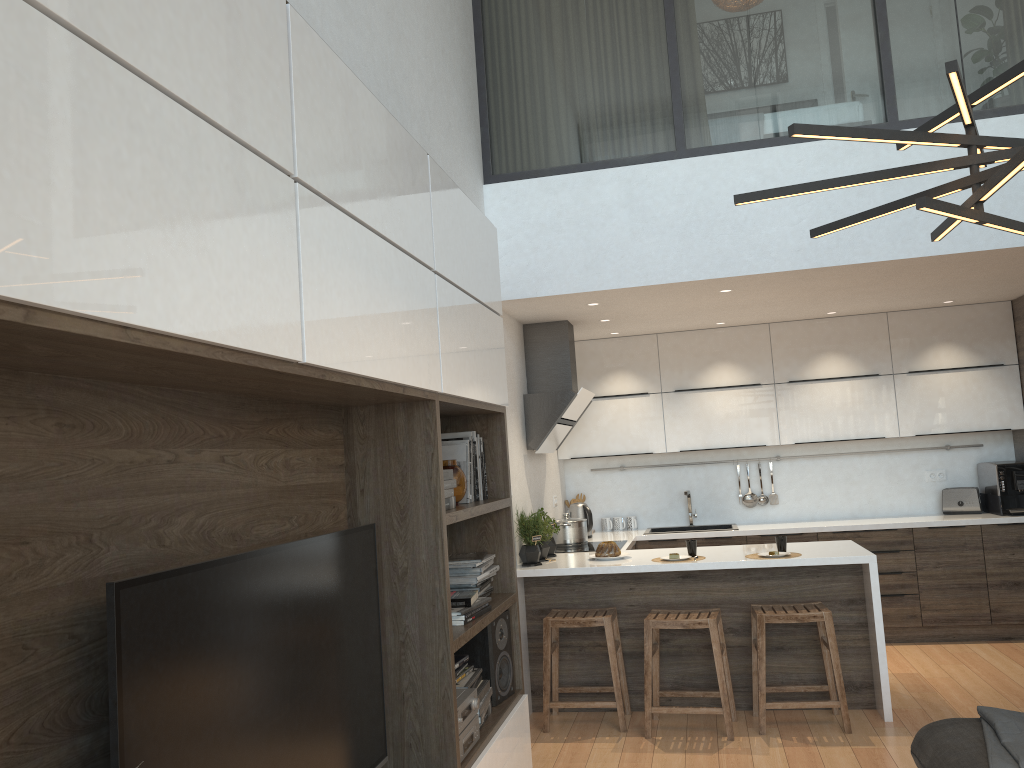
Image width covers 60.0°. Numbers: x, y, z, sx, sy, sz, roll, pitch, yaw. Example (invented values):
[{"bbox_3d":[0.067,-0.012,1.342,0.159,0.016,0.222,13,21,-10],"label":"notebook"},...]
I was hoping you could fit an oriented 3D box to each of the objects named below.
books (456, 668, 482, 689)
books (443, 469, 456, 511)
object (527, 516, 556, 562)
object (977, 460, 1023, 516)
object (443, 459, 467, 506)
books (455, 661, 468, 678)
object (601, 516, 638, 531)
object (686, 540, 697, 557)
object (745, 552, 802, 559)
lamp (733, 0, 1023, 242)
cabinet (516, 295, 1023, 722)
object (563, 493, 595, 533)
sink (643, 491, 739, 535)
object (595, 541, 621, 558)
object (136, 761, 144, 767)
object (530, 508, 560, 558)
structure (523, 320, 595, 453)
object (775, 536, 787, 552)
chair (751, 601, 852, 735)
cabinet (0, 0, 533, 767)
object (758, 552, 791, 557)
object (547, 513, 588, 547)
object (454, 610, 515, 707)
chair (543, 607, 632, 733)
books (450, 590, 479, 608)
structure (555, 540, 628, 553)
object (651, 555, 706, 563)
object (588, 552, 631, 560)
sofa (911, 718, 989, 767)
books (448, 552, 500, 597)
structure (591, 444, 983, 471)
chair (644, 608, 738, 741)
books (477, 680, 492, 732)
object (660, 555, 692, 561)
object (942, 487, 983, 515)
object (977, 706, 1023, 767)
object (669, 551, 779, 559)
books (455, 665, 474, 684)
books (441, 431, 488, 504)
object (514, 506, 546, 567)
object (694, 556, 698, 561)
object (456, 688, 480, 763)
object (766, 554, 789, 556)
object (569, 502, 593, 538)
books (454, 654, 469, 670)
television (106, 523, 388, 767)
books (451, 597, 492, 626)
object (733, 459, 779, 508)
[{"bbox_3d":[-0.238,1.096,3.240,0.224,0.042,0.277,-4,-5,7],"label":"books"},{"bbox_3d":[-0.351,0.367,2.999,0.277,0.137,0.343,-4,-5,7],"label":"books"},{"bbox_3d":[0.161,0.941,5.437,0.221,0.283,0.211,-6,-5,25],"label":"object"},{"bbox_3d":[3.631,0.752,6.464,0.274,0.378,0.532,-5,-5,12],"label":"object"},{"bbox_3d":[-0.236,0.372,3.335,0.130,0.171,0.130,0,-6,-39],"label":"object"},{"bbox_3d":[-0.251,1.045,3.243,0.142,0.015,0.198,-5,-5,10],"label":"books"},{"bbox_3d":[0.875,1.140,7.237,0.297,0.105,0.112,-5,-5,13],"label":"object"},{"bbox_3d":[1.035,0.947,5.101,0.066,0.093,0.066,1,-7,-42],"label":"object"},{"bbox_3d":[1.447,0.951,4.914,0.304,0.002,0.304,-9,-7,44],"label":"object"},{"bbox_3d":[1.069,-2.220,2.410,1.200,3.645,0.831,-6,-5,22],"label":"lamp"},{"bbox_3d":[1.909,0.654,5.894,3.495,2.401,2.401,-5,-5,12],"label":"cabinet"},{"bbox_3d":[0.535,1.053,7.192,0.221,0.316,0.330,-5,-5,12],"label":"object"},{"bbox_3d":[1.387,1.096,6.890,0.706,0.518,0.512,-5,-5,12],"label":"sink"},{"bbox_3d":[0.574,0.995,5.317,0.155,0.101,0.161,-4,-5,7],"label":"object"},{"bbox_3d":[-0.649,0.787,1.186,0.317,0.598,0.542,1,-7,-42],"label":"object"},{"bbox_3d":[0.207,0.940,5.628,0.179,0.311,0.172,-6,-5,22],"label":"object"},{"bbox_3d":[0.330,-0.026,6.181,0.407,0.998,0.898,-5,-5,12],"label":"structure"},{"bbox_3d":[1.512,0.903,4.972,0.066,0.093,0.066,-2,-5,-15],"label":"object"},{"bbox_3d":[1.487,1.480,4.662,0.450,0.600,0.350,-5,-5,9],"label":"chair"},{"bbox_3d":[-0.562,0.415,1.816,0.338,2.494,4.036,-5,-5,12],"label":"cabinet"},{"bbox_3d":[1.440,0.939,4.872,0.176,0.014,0.176,-5,-5,16],"label":"object"},{"bbox_3d":[0.387,1.019,6.227,0.315,0.223,0.288,0,-6,-37],"label":"object"},{"bbox_3d":[-0.142,1.095,3.568,0.244,0.331,0.214,-6,-5,22],"label":"object"},{"bbox_3d":[0.403,1.576,4.929,0.450,0.600,0.350,-5,-5,12],"label":"chair"},{"bbox_3d":[-0.264,0.780,3.202,0.266,0.030,0.209,-4,-5,5],"label":"books"},{"bbox_3d":[0.491,1.113,6.059,0.550,0.006,0.609,-5,-5,12],"label":"structure"},{"bbox_3d":[0.947,0.996,5.048,0.305,0.002,0.305,-2,-5,-19],"label":"object"},{"bbox_3d":[0.585,1.032,5.301,0.261,0.021,0.261,-4,-5,6],"label":"object"},{"bbox_3d":[1.915,1.005,1.807,2.108,0.995,3.169,-5,-5,12],"label":"sofa"},{"bbox_3d":[-0.197,0.781,3.545,0.224,0.176,0.374,-5,-5,11],"label":"books"},{"bbox_3d":[2.119,0.591,7.054,3.000,0.045,0.050,-5,-5,12],"label":"structure"},{"bbox_3d":[0.930,1.521,4.696,0.450,0.600,0.350,-5,-5,17],"label":"chair"},{"bbox_3d":[-0.212,1.177,3.234,0.248,0.123,0.307,-4,-5,7],"label":"books"},{"bbox_3d":[0.926,0.986,5.014,0.176,0.014,0.176,-4,-5,2],"label":"object"},{"bbox_3d":[3.377,0.877,6.662,0.260,0.195,0.177,-7,-6,32],"label":"object"},{"bbox_3d":[1.811,1.307,2.848,0.548,0.369,0.685,-6,-5,19],"label":"object"},{"bbox_3d":[1.176,0.948,4.935,0.597,0.039,0.064,-5,-5,8],"label":"object"},{"bbox_3d":[-0.247,1.064,3.242,0.161,0.023,0.213,-5,-5,15],"label":"books"},{"bbox_3d":[-0.240,0.340,3.612,0.201,0.287,0.332,-5,-5,12],"label":"books"},{"bbox_3d":[0.111,0.884,5.229,0.186,0.367,0.196,-5,-5,11],"label":"object"},{"bbox_3d":[1.030,0.978,4.976,0.025,0.011,0.126,-5,-5,15],"label":"object"},{"bbox_3d":[-0.263,1.126,2.913,0.270,0.174,0.285,-5,-5,12],"label":"object"},{"bbox_3d":[1.443,0.931,4.819,0.126,0.012,0.025,-7,-6,30],"label":"object"},{"bbox_3d":[0.517,1.040,6.762,0.179,0.270,0.220,-4,-5,-1],"label":"object"},{"bbox_3d":[-0.266,1.027,3.250,0.161,0.023,0.213,-5,-5,15],"label":"books"},{"bbox_3d":[-0.530,0.763,2.044,0.229,0.779,1.220,-5,-5,12],"label":"television"},{"bbox_3d":[-0.237,0.816,3.185,0.250,0.047,0.310,-5,-5,17],"label":"books"},{"bbox_3d":[1.944,0.787,7.068,0.320,0.389,0.069,-5,-5,13],"label":"object"}]
